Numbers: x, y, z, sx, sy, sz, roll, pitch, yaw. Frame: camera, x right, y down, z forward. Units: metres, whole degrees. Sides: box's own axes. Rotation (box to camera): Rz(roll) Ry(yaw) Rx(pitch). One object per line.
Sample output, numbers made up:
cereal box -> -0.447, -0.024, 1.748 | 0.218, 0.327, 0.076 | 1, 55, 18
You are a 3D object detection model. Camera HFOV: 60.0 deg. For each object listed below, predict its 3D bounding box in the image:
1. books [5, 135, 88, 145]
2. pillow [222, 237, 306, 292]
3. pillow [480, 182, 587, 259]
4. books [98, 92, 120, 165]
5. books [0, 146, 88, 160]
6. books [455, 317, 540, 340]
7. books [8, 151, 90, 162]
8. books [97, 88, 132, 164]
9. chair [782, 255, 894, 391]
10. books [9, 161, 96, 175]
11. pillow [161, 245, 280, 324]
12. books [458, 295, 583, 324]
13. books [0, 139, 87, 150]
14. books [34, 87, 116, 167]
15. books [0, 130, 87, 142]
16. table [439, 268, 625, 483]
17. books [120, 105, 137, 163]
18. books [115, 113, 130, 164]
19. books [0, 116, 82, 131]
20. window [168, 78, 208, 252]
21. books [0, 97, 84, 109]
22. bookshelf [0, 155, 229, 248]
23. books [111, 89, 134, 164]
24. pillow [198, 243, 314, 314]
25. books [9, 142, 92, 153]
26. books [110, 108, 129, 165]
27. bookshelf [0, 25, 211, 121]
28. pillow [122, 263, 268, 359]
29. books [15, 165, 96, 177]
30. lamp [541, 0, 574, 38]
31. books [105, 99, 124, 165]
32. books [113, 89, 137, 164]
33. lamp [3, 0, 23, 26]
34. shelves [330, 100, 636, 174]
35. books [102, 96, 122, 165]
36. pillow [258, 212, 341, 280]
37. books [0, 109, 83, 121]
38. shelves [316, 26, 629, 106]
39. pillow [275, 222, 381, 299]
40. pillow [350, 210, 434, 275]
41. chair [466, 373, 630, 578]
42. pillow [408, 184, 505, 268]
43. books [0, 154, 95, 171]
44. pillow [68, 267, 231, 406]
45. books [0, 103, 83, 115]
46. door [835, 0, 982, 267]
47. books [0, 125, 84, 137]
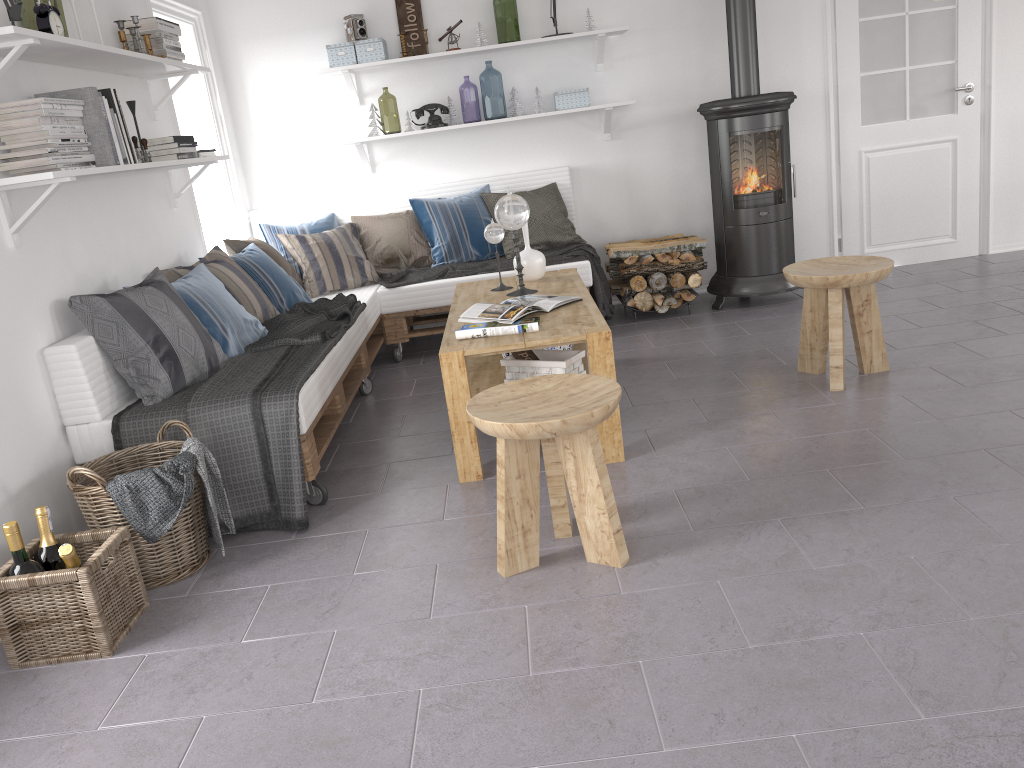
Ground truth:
books -> -1.558, -0.818, 2.974 | 0.161, 0.012, 0.254 | -8, 16, 1
pillow -> -1.352, -0.632, 4.916 | 0.334, 0.438, 0.545 | -6, 16, 6
pillow -> 0.131, -0.978, 5.301 | 0.519, 0.395, 0.334 | -14, 17, -20
books -> -1.536, -0.899, 3.175 | 0.193, 0.257, 0.046 | -8, 16, 1
books -> -1.574, -0.774, 2.973 | 0.182, 0.016, 0.288 | -8, 16, 1
books -> -0.048, -0.218, 3.290 | 0.300, 0.043, 0.229 | -6, 16, 5
books -> -1.558, -0.768, 2.993 | 0.161, 0.013, 0.254 | -8, 16, 1
books -> -1.542, -0.936, 3.276 | 0.200, 0.274, 0.038 | -8, 16, 1
chair -> 1.369, -0.260, 3.710 | 0.431, 0.479, 0.431 | -9, 16, -2
books -> -1.543, -0.729, 2.988 | 0.159, 0.012, 0.285 | -8, 16, 1
pillow -> -1.328, -0.400, 4.095 | 0.316, 0.438, 0.546 | -4, 16, 13
books -> 0.033, -0.318, 3.572 | 0.300, 0.049, 0.422 | 8, 22, 44
books -> -1.562, -0.803, 2.967 | 0.159, 0.012, 0.285 | -8, 16, 1
books -> -1.538, -0.893, 3.127 | 0.200, 0.271, 0.050 | -8, 16, 1
books -> -1.569, -0.833, 2.976 | 0.167, 0.017, 0.263 | -8, 16, 1
table -> 0.067, -0.114, 3.821 | 0.607, 0.485, 1.457 | -8, 16, 1
books -> -1.531, -0.929, 3.348 | 0.171, 0.219, 0.047 | -8, 16, 1
books -> -1.502, -0.895, 3.277 | 0.125, 0.185, 0.042 | -8, 16, 1
books -> -1.586, -0.865, 2.953 | 0.180, 0.028, 0.296 | -8, 16, 1
window -> -1.931, -1.149, 4.949 | 0.052, 1.655, 0.685 | -8, 16, 1
books -> -1.567, -0.922, 2.931 | 0.182, 0.016, 0.288 | -8, 16, 1
bookshelf -> -1.508, -0.767, 3.554 | 0.269, 0.212, 1.820 | -8, 16, 1
books -> -1.545, -0.940, 3.294 | 0.200, 0.272, 0.054 | -8, 16, 1
pillow -> -1.272, -0.499, 4.527 | 0.341, 0.408, 0.523 | -3, 17, 16
books -> -1.553, -0.798, 2.991 | 0.161, 0.013, 0.256 | -8, 16, 1
books -> -1.507, -0.896, 3.252 | 0.141, 0.203, 0.044 | -8, 16, 1
bookshelf -> -1.563, -1.157, 3.441 | 0.269, 0.212, 1.820 | -8, 16, 1
pillow -> -1.289, -0.279, 3.734 | 0.331, 0.401, 0.525 | -2, 17, 19
books -> -1.545, -0.720, 3.007 | 0.161, 0.012, 0.254 | -8, 16, 1
lamp -> 0.184, -2.339, 5.037 | 0.196, 0.703, 0.439 | -2, 17, 20
books -> -1.541, -0.899, 3.218 | 0.200, 0.236, 0.031 | -8, 16, 1
books -> -1.547, -0.947, 3.316 | 0.210, 0.274, 0.048 | -8, 16, 1
lamp -> -1.553, -1.457, 2.824 | 0.196, 0.703, 0.439 | 3, 20, 35
shelves -> -0.164, -1.482, 5.381 | 1.820, 0.212, 0.269 | -8, 16, 1
books -> -1.541, -0.899, 3.201 | 0.205, 0.243, 0.019 | -8, 16, 1
pillow -> -1.221, -0.802, 5.394 | 0.534, 0.437, 0.287 | -16, 18, -25
books -> -1.574, -0.889, 2.948 | 0.174, 0.021, 0.273 | -8, 16, 1
shelves -> -0.218, -1.873, 5.268 | 1.820, 0.212, 0.269 | -8, 16, 1
pillow -> -1.049, -0.719, 5.164 | 0.516, 0.392, 0.358 | -17, 18, -28
pillow -> -0.693, -0.837, 5.321 | 0.521, 0.381, 0.366 | -9, 16, -2
chair -> 0.117, 0.262, 2.509 | 0.431, 0.479, 0.431 | -8, 16, -1
pillow -> -0.296, -0.939, 5.288 | 0.526, 0.428, 0.311 | -14, 17, -19
books -> -1.555, -0.743, 2.972 | 0.176, 0.025, 0.331 | -8, 16, 1
pillow -> -1.330, -0.179, 3.293 | 0.301, 0.444, 0.534 | -3, 17, 17
books -> -1.576, -0.907, 2.941 | 0.182, 0.016, 0.288 | -8, 16, 1
door -> 2.456, -1.727, 5.502 | 0.902, 2.013, 0.101 | -8, 16, 1
books -> -1.584, -0.845, 2.963 | 0.182, 0.016, 0.288 | -8, 16, 1
